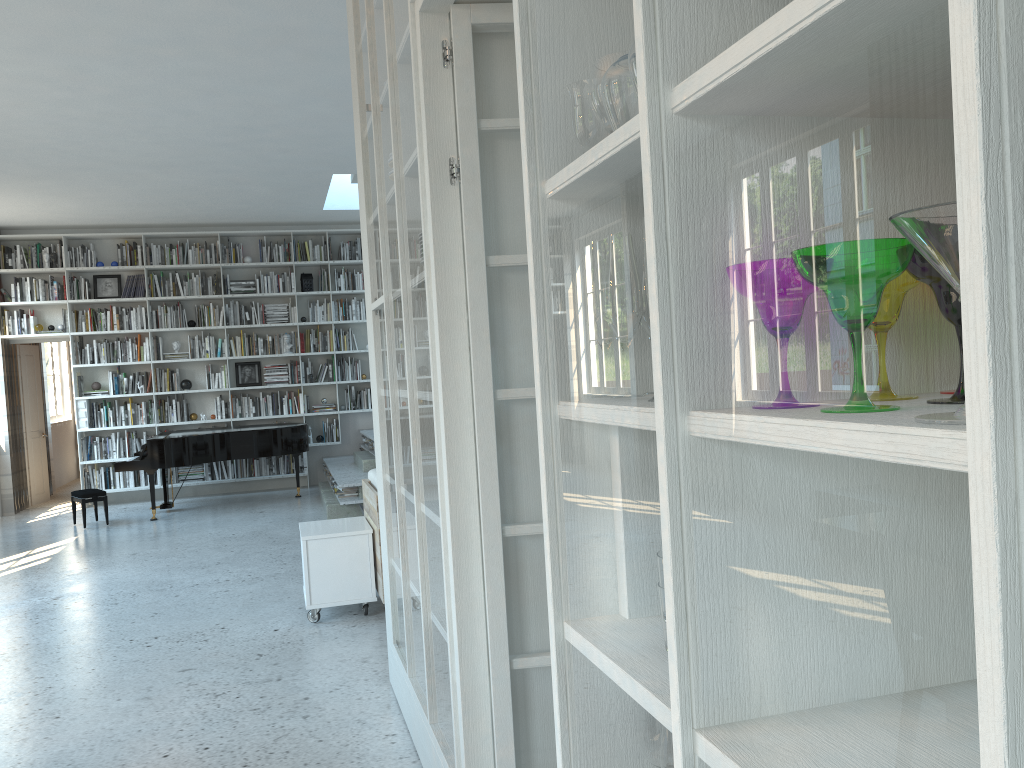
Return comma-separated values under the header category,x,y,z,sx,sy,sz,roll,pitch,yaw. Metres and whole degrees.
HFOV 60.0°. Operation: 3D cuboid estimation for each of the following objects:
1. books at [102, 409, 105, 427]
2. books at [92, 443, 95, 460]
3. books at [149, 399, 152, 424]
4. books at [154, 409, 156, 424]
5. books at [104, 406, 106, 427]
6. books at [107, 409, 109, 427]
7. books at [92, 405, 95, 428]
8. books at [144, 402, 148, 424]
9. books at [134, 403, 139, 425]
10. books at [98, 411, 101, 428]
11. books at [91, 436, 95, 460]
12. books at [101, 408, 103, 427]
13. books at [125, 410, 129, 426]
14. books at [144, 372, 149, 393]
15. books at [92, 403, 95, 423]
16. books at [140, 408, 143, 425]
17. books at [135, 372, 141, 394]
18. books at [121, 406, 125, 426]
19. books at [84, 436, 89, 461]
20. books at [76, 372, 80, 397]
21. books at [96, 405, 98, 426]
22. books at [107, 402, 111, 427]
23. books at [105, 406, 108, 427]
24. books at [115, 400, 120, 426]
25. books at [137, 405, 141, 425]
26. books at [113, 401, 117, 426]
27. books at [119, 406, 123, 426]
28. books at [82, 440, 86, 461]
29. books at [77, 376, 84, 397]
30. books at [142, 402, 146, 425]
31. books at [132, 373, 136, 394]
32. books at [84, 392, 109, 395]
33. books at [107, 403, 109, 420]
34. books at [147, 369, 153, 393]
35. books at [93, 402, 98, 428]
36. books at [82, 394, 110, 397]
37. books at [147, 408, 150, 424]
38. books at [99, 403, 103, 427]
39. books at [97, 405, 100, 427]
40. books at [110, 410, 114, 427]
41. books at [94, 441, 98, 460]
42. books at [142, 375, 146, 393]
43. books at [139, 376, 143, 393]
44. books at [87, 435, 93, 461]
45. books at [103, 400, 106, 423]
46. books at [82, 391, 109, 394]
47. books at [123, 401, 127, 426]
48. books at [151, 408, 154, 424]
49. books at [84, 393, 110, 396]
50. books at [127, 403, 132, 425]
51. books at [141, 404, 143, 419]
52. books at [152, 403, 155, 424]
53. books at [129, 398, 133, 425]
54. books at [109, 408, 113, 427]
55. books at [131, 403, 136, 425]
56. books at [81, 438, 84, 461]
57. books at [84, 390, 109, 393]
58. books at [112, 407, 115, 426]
category,x,y,z,sx,sy,sz,roll,pitch,yaw
books,-4.751,0.392,10.338,0.015,0.217,0.180,-4,2,-15
books,-4.857,0.782,10.337,0.024,0.198,0.148,-4,2,-15
books,-4.259,0.326,10.465,0.014,0.286,0.179,-4,2,-15
books,-4.216,0.326,10.506,0.024,0.280,0.136,-4,2,-15
books,-4.734,0.378,10.349,0.014,0.243,0.171,-4,2,-15
books,-4.715,0.392,10.373,0.016,0.211,0.146,-4,2,-15
books,-4.867,0.365,10.329,0.008,0.285,0.159,-4,2,-15
books,-4.316,0.342,10.471,0.013,0.260,0.142,-4,2,-15
books,-4.408,0.354,10.431,0.028,0.249,0.159,-4,2,-15
books,-4.784,0.409,10.314,0.019,0.189,0.193,-4,2,-15
books,-4.876,0.745,10.331,0.010,0.274,0.150,-4,2,-15
books,-4.769,0.392,10.346,0.015,0.218,0.176,-4,2,-15
books,-4.503,0.394,10.402,0.029,0.181,0.190,-4,2,-15
books,-4.311,-0.020,10.463,0.021,0.251,0.154,-4,2,-15
books,-4.855,0.362,10.330,0.016,0.290,0.152,-4,2,-15
books,-4.362,0.378,10.462,0.023,0.194,0.140,-4,2,-15
books,-4.404,-0.016,10.432,0.060,0.255,0.158,-4,2,-15
books,-4.547,0.373,10.400,0.027,0.230,0.159,-4,2,-15
books,-4.929,0.748,10.287,0.011,0.277,0.189,-4,2,-15
books,-5.019,0.008,10.282,0.012,0.285,0.159,-4,2,-15
books,-4.822,0.376,10.340,0.022,0.257,0.141,-4,2,-15
books,-4.689,0.354,10.346,0.007,0.286,0.182,-4,2,-15
books,-4.719,0.377,10.339,0.009,0.244,0.184,-4,2,-15
books,-4.611,0.338,10.381,0.012,0.306,0.189,-4,2,-15
books,-4.386,0.362,10.452,0.025,0.229,0.153,-4,2,-15
books,-4.623,0.342,10.366,0.019,0.300,0.180,-4,2,-15
books,-4.586,0.374,10.407,0.045,0.230,0.138,-4,2,-15
books,-4.951,0.768,10.298,0.029,0.239,0.154,-4,2,-15
books,-4.996,0.028,10.278,0.028,0.243,0.156,-4,2,-15
books,-4.327,0.341,10.448,0.021,0.265,0.185,-4,2,-15
books,-4.443,-0.007,10.437,0.013,0.242,0.141,-4,2,-15
books,-4.833,0.109,10.326,0.254,0.012,0.161,-4,1,-18
books,-4.702,0.358,10.367,0.009,0.278,0.157,-4,2,-15
books,-4.252,-0.036,10.437,0.082,0.276,0.228,-4,2,-15
books,-4.839,0.359,10.327,0.014,0.294,0.171,-4,2,-15
books,-4.832,0.133,10.327,0.285,0.012,0.159,-4,1,-12
books,-4.288,0.380,10.479,0.041,0.181,0.141,-4,2,-15
books,-4.780,0.363,10.336,0.008,0.280,0.164,-4,2,-15
books,-4.803,0.372,10.325,0.007,0.264,0.176,-4,2,-15
books,-4.661,0.401,10.356,0.016,0.189,0.183,-4,2,-15
books,-4.829,0.769,10.321,0.022,0.220,0.187,-4,2,-15
books,-4.332,0.002,10.454,0.027,0.209,0.143,-4,2,-15
books,-4.357,0.005,10.437,0.030,0.207,0.172,-4,2,-15
books,-4.901,0.742,10.303,0.052,0.284,0.172,-4,2,-15
books,-4.746,0.343,10.348,0.006,0.315,0.145,-4,2,-15
books,-4.833,0.097,10.323,0.285,0.012,0.159,-4,1,-11
books,-4.529,0.345,10.403,0.014,0.282,0.150,-4,2,-15
books,-4.247,0.374,10.503,0.023,0.187,0.130,-4,2,-15
books,-4.834,0.121,10.330,0.254,0.012,0.161,-4,1,-14
books,-4.481,0.356,10.418,0.026,0.254,0.176,-4,2,-15
books,-4.346,0.351,10.461,0.010,0.246,0.160,-4,2,-15
books,-4.225,0.347,10.481,0.010,0.240,0.174,-4,2,-15
books,-4.462,0.321,10.420,0.021,0.323,0.171,-4,2,-15
books,-4.678,0.387,10.356,0.015,0.219,0.190,-4,2,-15
books,-4.434,0.350,10.419,0.028,0.260,0.181,-4,2,-15
books,-4.974,0.761,10.306,0.012,0.254,0.161,-4,2,-15
books,-4.836,0.084,10.329,0.254,0.012,0.161,-4,1,-14
books,-4.655,0.379,10.393,0.016,0.231,0.136,-4,2,-15
